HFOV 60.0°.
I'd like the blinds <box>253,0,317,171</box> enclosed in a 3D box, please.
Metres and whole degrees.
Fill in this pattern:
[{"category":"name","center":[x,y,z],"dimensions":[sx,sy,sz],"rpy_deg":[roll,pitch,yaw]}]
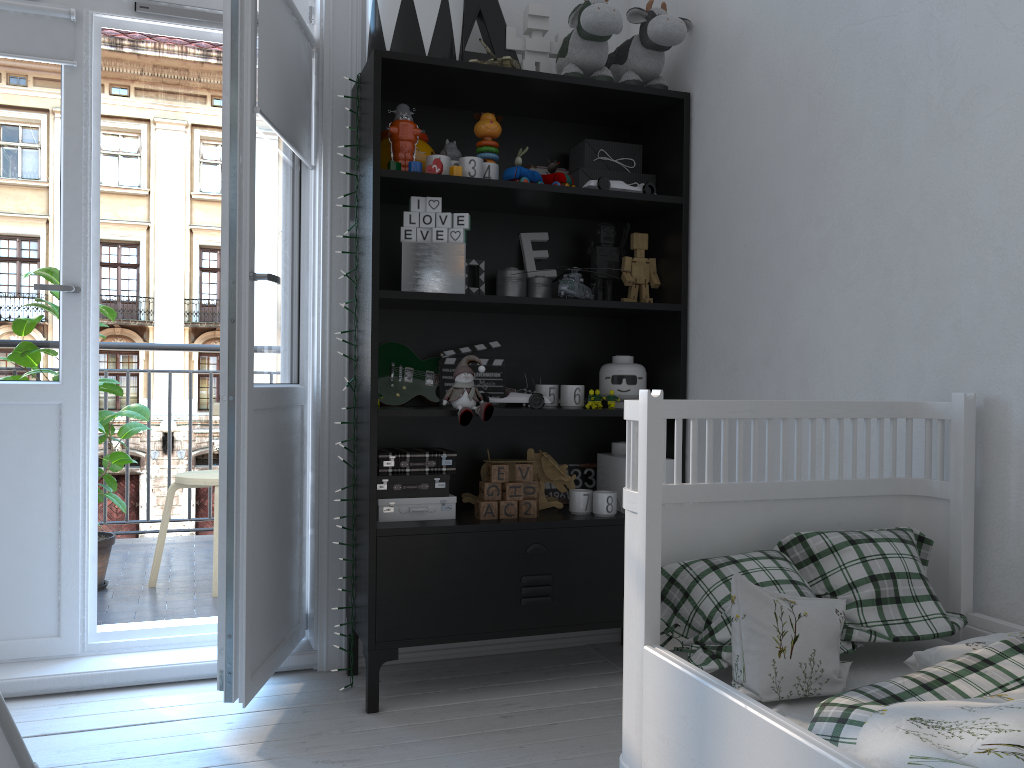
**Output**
[{"category":"blinds","center":[-0.595,-0.834,2.372],"dimensions":[0.032,0.390,0.565],"rpy_deg":[1,0,0]}]

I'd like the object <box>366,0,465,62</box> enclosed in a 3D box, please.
[{"category":"object","center":[-0.257,-0.971,2.502],"dimensions":[0.272,0.259,0.395],"rpy_deg":[1,0,9]}]

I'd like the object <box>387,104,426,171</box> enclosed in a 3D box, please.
[{"category":"object","center":[-0.281,-0.645,2.355],"dimensions":[0.105,0.203,0.072],"rpy_deg":[1,0,-12]}]

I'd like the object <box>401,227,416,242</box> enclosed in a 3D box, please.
[{"category":"object","center":[-0.275,-0.394,2.355],"dimensions":[0.040,0.040,0.040],"rpy_deg":[1,0,-5]}]

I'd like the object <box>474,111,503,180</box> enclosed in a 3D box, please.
[{"category":"object","center":[-0.068,-0.647,2.456],"dimensions":[0.077,0.213,0.077],"rpy_deg":[1,0,14]}]

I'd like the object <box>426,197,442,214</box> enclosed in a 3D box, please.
[{"category":"object","center":[-0.209,-0.473,2.360],"dimensions":[0.040,0.040,0.040],"rpy_deg":[1,0,-10]}]

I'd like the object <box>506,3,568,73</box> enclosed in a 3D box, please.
[{"category":"object","center":[0.072,-0.982,2.666],"dimensions":[0.190,0.290,0.065],"rpy_deg":[1,0,-15]}]

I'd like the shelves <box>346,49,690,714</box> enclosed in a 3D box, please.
[{"category":"shelves","center":[0.016,0.000,2.544],"dimensions":[0.911,1.677,0.353],"rpy_deg":[1,0,-20]}]

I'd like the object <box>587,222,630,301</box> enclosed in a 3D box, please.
[{"category":"object","center":[0.290,-0.360,2.672],"dimensions":[0.117,0.259,0.081],"rpy_deg":[1,0,-20]}]

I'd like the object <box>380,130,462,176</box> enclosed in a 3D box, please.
[{"category":"object","center":[-0.273,-0.640,2.433],"dimensions":[0.197,0.197,0.318],"rpy_deg":[1,0,-23]}]

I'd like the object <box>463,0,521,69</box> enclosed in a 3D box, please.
[{"category":"object","center":[-0.101,-1.011,2.636],"dimensions":[0.343,0.344,0.057],"rpy_deg":[1,0,-20]}]

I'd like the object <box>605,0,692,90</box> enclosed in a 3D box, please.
[{"category":"object","center":[0.349,-0.957,2.595],"dimensions":[0.211,0.253,0.386],"rpy_deg":[0,0,-36]}]

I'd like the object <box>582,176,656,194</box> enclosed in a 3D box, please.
[{"category":"object","center":[0.307,-0.560,2.542],"dimensions":[0.230,0.048,0.098],"rpy_deg":[1,0,-30]}]

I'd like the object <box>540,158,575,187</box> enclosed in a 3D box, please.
[{"category":"object","center":[0.124,-0.600,2.570],"dimensions":[0.122,0.112,0.087],"rpy_deg":[1,0,41]}]

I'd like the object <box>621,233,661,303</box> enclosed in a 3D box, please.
[{"category":"object","center":[0.382,-0.339,2.639],"dimensions":[0.114,0.221,0.052],"rpy_deg":[1,0,-20]}]

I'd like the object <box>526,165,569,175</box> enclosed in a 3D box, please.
[{"category":"object","center":[0.210,-0.605,2.767],"dimensions":[0.347,0.132,0.037],"rpy_deg":[1,0,-20]}]

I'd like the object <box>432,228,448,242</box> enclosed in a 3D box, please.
[{"category":"object","center":[-0.192,-0.393,2.362],"dimensions":[0.040,0.040,0.040],"rpy_deg":[1,0,-5]}]

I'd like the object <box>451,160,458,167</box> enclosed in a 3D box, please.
[{"category":"object","center":[-0.163,-0.575,2.444],"dimensions":[0.067,0.067,0.067],"rpy_deg":[1,0,44]}]

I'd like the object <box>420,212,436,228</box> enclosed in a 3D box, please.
[{"category":"object","center":[-0.223,-0.433,2.359],"dimensions":[0.040,0.040,0.040],"rpy_deg":[1,0,0]}]

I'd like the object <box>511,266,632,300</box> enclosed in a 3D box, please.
[{"category":"object","center":[0.179,-0.285,2.579],"dimensions":[0.368,0.106,0.349],"rpy_deg":[1,0,-18]}]

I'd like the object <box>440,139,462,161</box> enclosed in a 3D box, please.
[{"category":"object","center":[-0.176,-0.621,2.548],"dimensions":[0.063,0.160,0.063],"rpy_deg":[0,1,-41]}]

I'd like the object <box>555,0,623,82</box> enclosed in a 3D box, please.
[{"category":"object","center":[0.207,-0.958,2.539],"dimensions":[0.154,0.253,0.370],"rpy_deg":[1,0,-12]}]

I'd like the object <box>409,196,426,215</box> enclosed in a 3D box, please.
[{"category":"object","center":[-0.251,-0.474,2.356],"dimensions":[0.040,0.040,0.040],"rpy_deg":[1,0,-15]}]

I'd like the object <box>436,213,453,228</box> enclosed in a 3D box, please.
[{"category":"object","center":[-0.178,-0.433,2.363],"dimensions":[0.040,0.040,0.040],"rpy_deg":[1,0,10]}]

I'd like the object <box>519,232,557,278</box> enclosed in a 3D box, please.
[{"category":"object","center":[0.079,-0.392,2.711],"dimensions":[0.107,0.151,0.055],"rpy_deg":[1,0,-20]}]

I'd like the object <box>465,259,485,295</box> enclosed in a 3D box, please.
[{"category":"object","center":[-0.116,-0.302,2.633],"dimensions":[0.070,0.134,0.028],"rpy_deg":[1,0,-20]}]

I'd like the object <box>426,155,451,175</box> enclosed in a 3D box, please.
[{"category":"object","center":[-0.199,-0.575,2.384],"dimensions":[0.067,0.067,0.067],"rpy_deg":[1,0,-19]}]

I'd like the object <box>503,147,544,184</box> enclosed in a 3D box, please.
[{"category":"object","center":[0.035,-0.601,2.493],"dimensions":[0.121,0.126,0.087],"rpy_deg":[0,0,-43]}]

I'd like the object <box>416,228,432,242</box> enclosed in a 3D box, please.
[{"category":"object","center":[-0.237,-0.393,2.366],"dimensions":[0.040,0.040,0.040],"rpy_deg":[1,0,-15]}]

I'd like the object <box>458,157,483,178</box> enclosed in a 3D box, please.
[{"category":"object","center":[-0.112,-0.574,2.400],"dimensions":[0.067,0.067,0.067],"rpy_deg":[1,0,-19]}]

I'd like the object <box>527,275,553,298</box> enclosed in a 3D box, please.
[{"category":"object","center":[0.119,-0.279,2.592],"dimensions":[0.078,0.091,0.246],"rpy_deg":[1,0,-25]}]

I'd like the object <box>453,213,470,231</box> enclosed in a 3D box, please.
[{"category":"object","center":[-0.134,-0.432,2.366],"dimensions":[0.040,0.040,0.040],"rpy_deg":[1,0,5]}]

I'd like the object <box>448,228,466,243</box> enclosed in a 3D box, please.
[{"category":"object","center":[-0.146,-0.392,2.366],"dimensions":[0.040,0.040,0.040],"rpy_deg":[1,0,10]}]

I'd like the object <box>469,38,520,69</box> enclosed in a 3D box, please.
[{"category":"object","center":[-0.039,-0.889,2.465],"dimensions":[0.121,0.100,0.338],"rpy_deg":[1,0,15]}]

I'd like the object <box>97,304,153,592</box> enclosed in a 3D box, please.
[{"category":"object","center":[-1.725,0.176,3.421],"dimensions":[0.720,1.225,0.489],"rpy_deg":[1,0,-10]}]

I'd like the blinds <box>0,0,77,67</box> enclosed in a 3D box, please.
[{"category":"blinds","center":[-1.470,-0.961,2.356],"dimensions":[0.565,0.158,0.032],"rpy_deg":[1,0,-20]}]

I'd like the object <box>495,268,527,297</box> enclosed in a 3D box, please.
[{"category":"object","center":[-0.002,-0.289,2.638],"dimensions":[0.095,0.110,0.095],"rpy_deg":[1,0,-15]}]

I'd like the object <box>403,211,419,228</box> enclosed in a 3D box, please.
[{"category":"object","center":[-0.269,-0.434,2.355],"dimensions":[0.040,0.040,0.040],"rpy_deg":[1,0,-10]}]
